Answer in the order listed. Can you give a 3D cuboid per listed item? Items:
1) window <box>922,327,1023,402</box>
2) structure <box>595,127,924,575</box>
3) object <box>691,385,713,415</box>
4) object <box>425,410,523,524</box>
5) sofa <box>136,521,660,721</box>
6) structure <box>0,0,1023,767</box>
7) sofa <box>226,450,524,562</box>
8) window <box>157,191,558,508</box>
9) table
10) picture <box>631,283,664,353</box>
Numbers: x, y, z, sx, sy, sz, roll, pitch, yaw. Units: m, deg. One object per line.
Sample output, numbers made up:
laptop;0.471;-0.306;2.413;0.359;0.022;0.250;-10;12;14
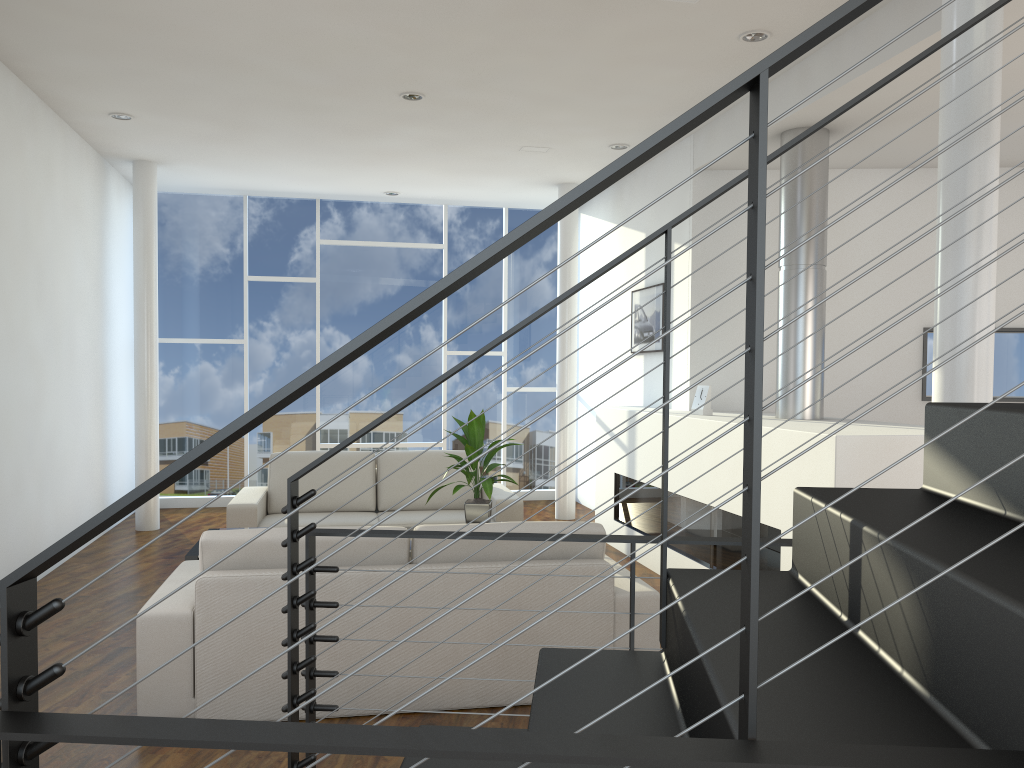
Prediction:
window;3.298;-0.102;4.926;2.024;0.408;0.165;1;2;4
structure;1.196;-0.091;4.452;0.750;2.208;2.748;0;1;-12
object;0.978;0.083;4.559;0.061;0.151;0.100;0;2;-25
object;-0.145;0.412;4.166;0.432;0.602;0.457;0;2;-26
sofa;-0.375;0.721;3.098;1.610;0.566;0.802;0;1;-11
structure;1.461;0.570;1.231;4.361;6.303;1.093;1;2;4
sofa;-0.788;0.695;5.194;1.610;0.566;0.802;0;1;-10
window;-1.146;-1.830;7.022;3.415;5.640;0.090;0;2;-12
table;-0.620;0.852;4.132;1.608;0.285;0.661;0;1;-11
picture;0.865;-0.409;5.656;0.020;0.416;0.575;0;1;-12
